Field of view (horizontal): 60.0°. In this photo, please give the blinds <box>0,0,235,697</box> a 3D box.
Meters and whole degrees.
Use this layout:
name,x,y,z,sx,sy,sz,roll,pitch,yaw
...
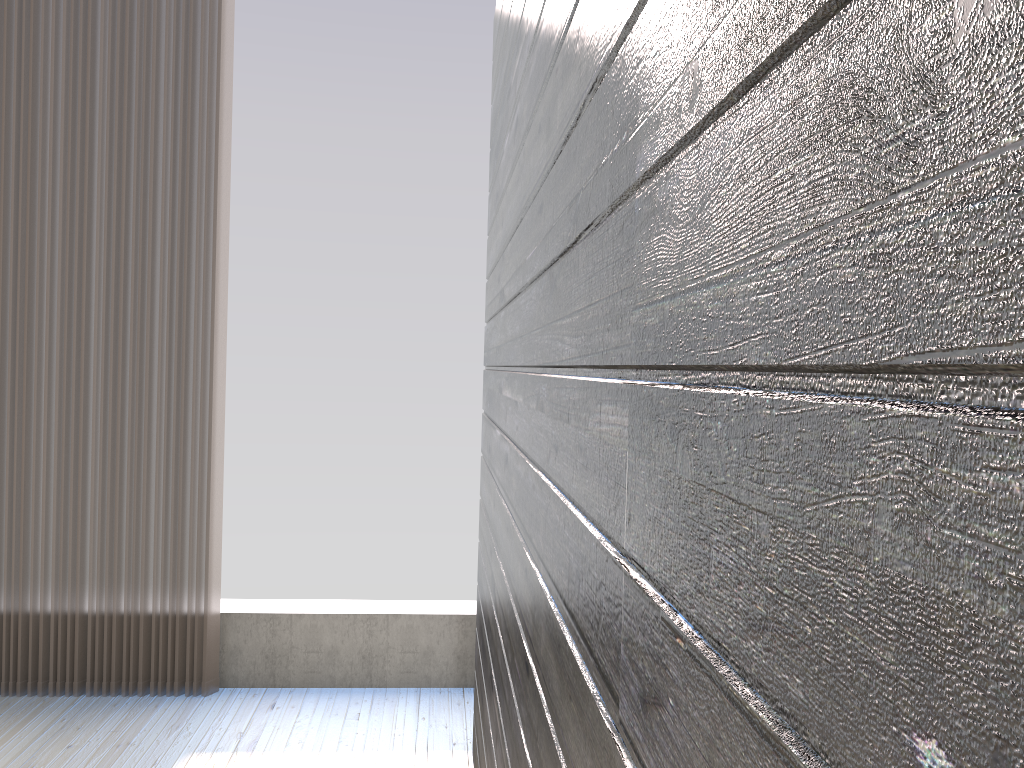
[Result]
name,x,y,z,sx,sy,sz,roll,pitch,yaw
blinds,-1.526,-0.333,2.948,1.133,2.744,0.069,2,1,-5
